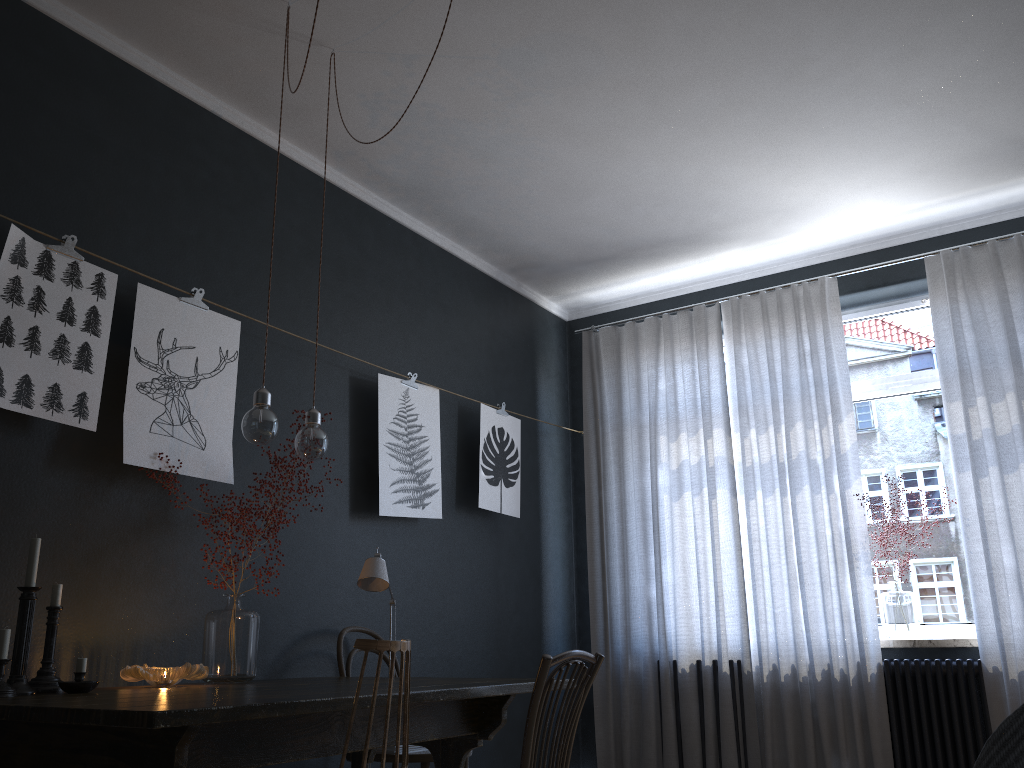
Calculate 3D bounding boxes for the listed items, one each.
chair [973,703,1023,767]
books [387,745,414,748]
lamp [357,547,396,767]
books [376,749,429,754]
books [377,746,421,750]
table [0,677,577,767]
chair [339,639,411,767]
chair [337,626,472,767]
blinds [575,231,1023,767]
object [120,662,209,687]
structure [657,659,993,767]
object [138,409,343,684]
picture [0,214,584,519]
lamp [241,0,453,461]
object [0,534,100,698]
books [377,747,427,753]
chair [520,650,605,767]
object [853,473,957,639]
[{"bbox_3d":[0.876,0.763,1.124,0.645,0.808,0.497,-4,-16,10],"label":"chair"},{"bbox_3d":[-0.404,1.400,3.466,0.219,0.013,0.305,-16,-22,42],"label":"books"},{"bbox_3d":[-0.514,1.203,3.445,0.242,1.065,0.803,3,-16,-12],"label":"lamp"},{"bbox_3d":[-0.404,1.422,3.462,0.219,0.008,0.305,-14,-21,38],"label":"books"},{"bbox_3d":[-0.404,1.408,3.466,0.219,0.008,0.305,-16,-22,42],"label":"books"},{"bbox_3d":[-0.687,1.224,2.463,1.127,0.724,1.609,-11,-19,31],"label":"table"},{"bbox_3d":[-0.408,1.005,1.947,0.384,0.853,0.457,-6,-17,17],"label":"chair"},{"bbox_3d":[-0.423,1.426,3.503,0.550,0.917,0.439,-10,-18,29],"label":"chair"},{"bbox_3d":[2.143,0.679,4.392,3.998,2.777,0.313,-11,-19,31],"label":"blinds"},{"bbox_3d":[-1.057,0.885,2.701,0.253,0.072,0.254,-14,-21,37],"label":"object"},{"bbox_3d":[1.606,1.723,4.546,1.849,0.598,0.216,-11,-19,31],"label":"structure"},{"bbox_3d":[-0.956,0.556,3.100,0.639,0.927,0.559,-2,-16,3],"label":"object"},{"bbox_3d":[-0.727,0.154,3.841,0.058,0.768,4.470,-10,-19,31],"label":"picture"},{"bbox_3d":[-0.315,-0.691,2.506,0.583,1.568,1.596,7,-18,-25],"label":"lamp"},{"bbox_3d":[-1.291,0.609,2.360,0.223,0.418,0.369,-11,-19,32],"label":"object"},{"bbox_3d":[-0.405,1.415,3.463,0.219,0.007,0.305,-16,-22,42],"label":"books"},{"bbox_3d":[-0.008,1.161,2.445,0.467,0.816,0.364,-11,-19,31],"label":"chair"},{"bbox_3d":[1.984,0.891,4.552,0.514,0.806,0.601,-3,-16,7],"label":"object"}]
